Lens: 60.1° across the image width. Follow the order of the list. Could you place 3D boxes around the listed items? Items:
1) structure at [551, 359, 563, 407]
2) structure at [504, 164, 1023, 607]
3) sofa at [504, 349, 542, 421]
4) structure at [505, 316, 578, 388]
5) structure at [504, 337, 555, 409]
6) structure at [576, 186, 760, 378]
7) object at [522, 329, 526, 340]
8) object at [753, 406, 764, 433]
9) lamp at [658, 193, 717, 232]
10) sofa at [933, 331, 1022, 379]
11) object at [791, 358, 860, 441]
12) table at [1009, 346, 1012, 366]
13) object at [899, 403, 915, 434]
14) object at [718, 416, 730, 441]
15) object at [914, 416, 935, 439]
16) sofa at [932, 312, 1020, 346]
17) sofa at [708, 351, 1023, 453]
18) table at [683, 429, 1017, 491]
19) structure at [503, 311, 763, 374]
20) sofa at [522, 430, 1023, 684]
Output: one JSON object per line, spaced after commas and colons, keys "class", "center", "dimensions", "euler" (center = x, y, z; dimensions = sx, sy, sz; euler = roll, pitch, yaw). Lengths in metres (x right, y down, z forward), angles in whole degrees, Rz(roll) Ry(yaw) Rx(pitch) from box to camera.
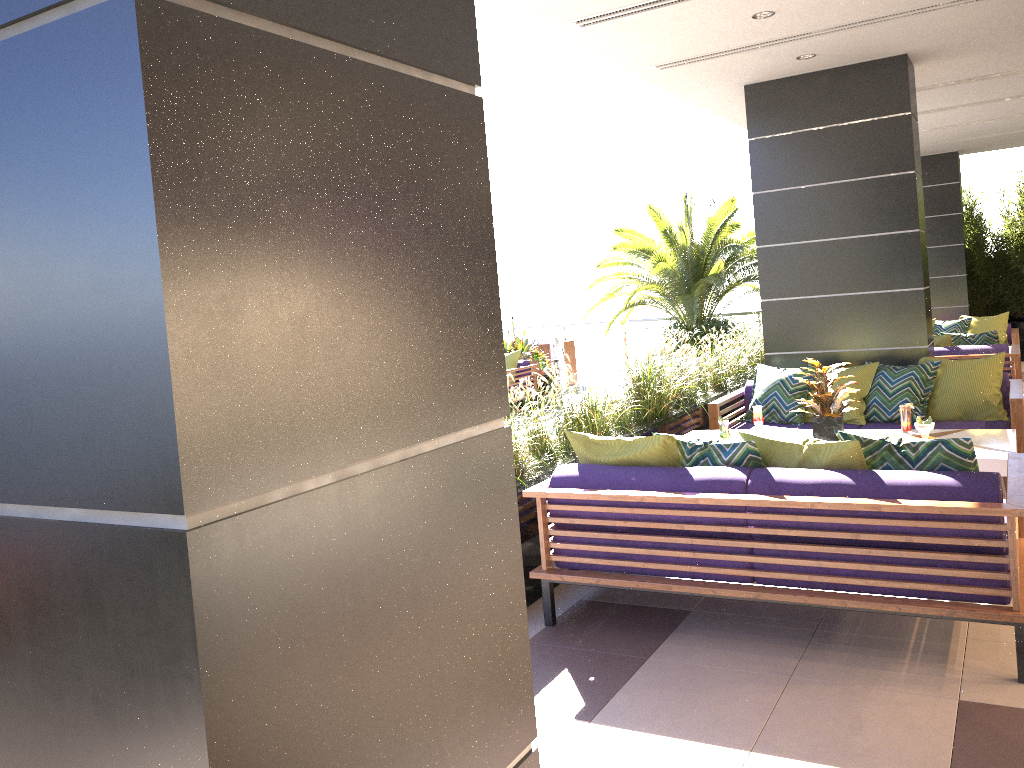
{"class": "structure", "center": [0.663, -0.012, 12.997], "dimensions": [0.100, 0.699, 0.181], "euler": [-4, 2, 30]}
{"class": "structure", "center": [2.749, -0.538, 3.526], "dimensions": [7.805, 3.115, 24.837], "euler": [-2, 6, 30]}
{"class": "sofa", "center": [-0.781, 0.018, 12.842], "dimensions": [2.123, 0.917, 1.124], "euler": [-2, 5, 30]}
{"class": "structure", "center": [-0.942, -0.563, 17.056], "dimensions": [4.394, 1.326, 0.808], "euler": [-2, 4, 30]}
{"class": "structure", "center": [-0.379, -0.110, 13.556], "dimensions": [2.247, 1.170, 0.740], "euler": [-2, 4, 31]}
{"class": "structure", "center": [2.973, -1.665, 14.676], "dimensions": [3.806, 3.296, 3.757], "euler": [-6, 4, -17]}
{"class": "object", "center": [0.221, -0.906, 16.060], "dimensions": [0.069, 0.197, 0.082], "euler": [-6, 2, -24]}
{"class": "object", "center": [1.687, 0.244, 6.062], "dimensions": [0.068, 0.181, 0.069], "euler": [-4, 2, 13]}
{"class": "lamp", "center": [3.346, -1.865, 16.320], "dimensions": [1.120, 3.321, 0.265], "euler": [-4, 2, 30]}
{"class": "sofa", "center": [4.306, -0.120, 9.609], "dimensions": [2.123, 0.917, 1.124], "euler": [-2, 5, 30]}
{"class": "object", "center": [1.939, 0.102, 5.487], "dimensions": [0.429, 0.525, 0.426], "euler": [-2, 4, 42]}
{"class": "table", "center": [4.960, -0.098, 10.753], "dimensions": [2.034, 0.552, 0.946], "euler": [-2, 5, 30]}
{"class": "object", "center": [2.484, 0.217, 5.564], "dimensions": [0.067, 0.189, 0.084], "euler": [-6, 3, -35]}
{"class": "object", "center": [1.331, 0.306, 5.545], "dimensions": [0.068, 0.211, 0.069], "euler": [-4, 2, 13]}
{"class": "object", "center": [2.334, 0.278, 5.001], "dimensions": [0.106, 0.197, 0.105], "euler": [-6, 3, -32]}
{"class": "sofa", "center": [5.570, -0.433, 11.837], "dimensions": [2.123, 0.917, 1.124], "euler": [-2, 5, 30]}
{"class": "sofa", "center": [2.715, 0.274, 6.802], "dimensions": [2.123, 0.917, 1.124], "euler": [-2, 5, 30]}
{"class": "table", "center": [1.988, 0.637, 5.512], "dimensions": [2.034, 0.552, 0.945], "euler": [-2, 5, 30]}
{"class": "structure", "center": [-4.481, 0.420, 11.110], "dimensions": [12.898, 1.056, 17.580], "euler": [-2, 6, 30]}
{"class": "sofa", "center": [1.264, 0.633, 4.243], "dimensions": [2.123, 0.917, 1.124], "euler": [-2, 5, 30]}
